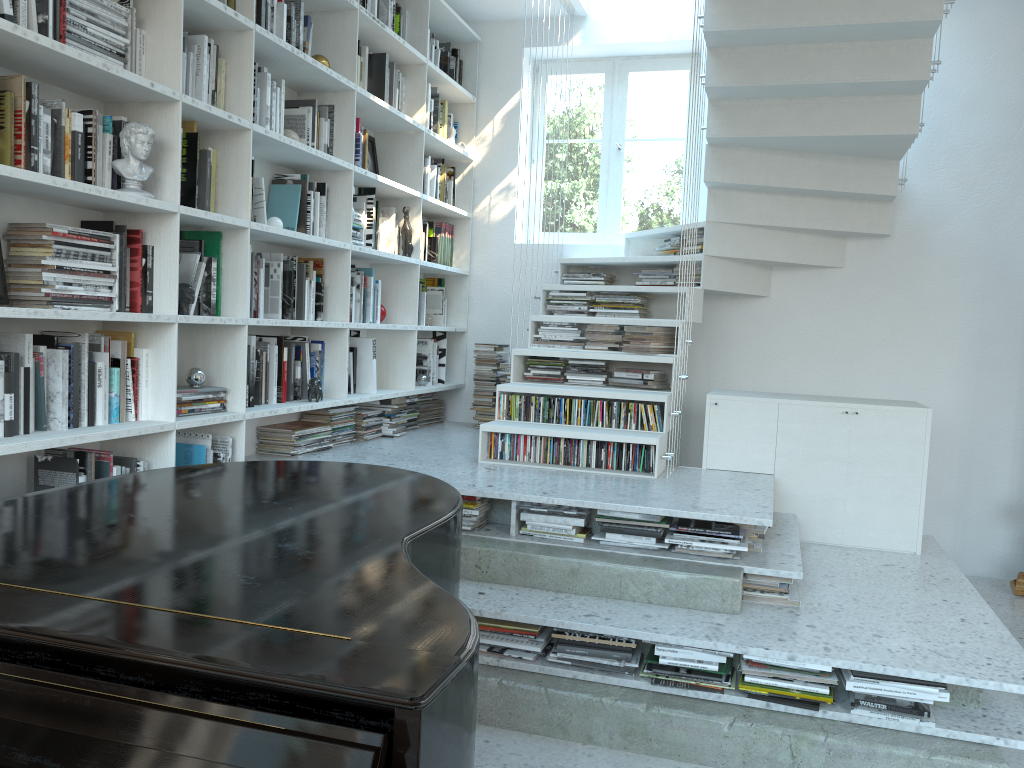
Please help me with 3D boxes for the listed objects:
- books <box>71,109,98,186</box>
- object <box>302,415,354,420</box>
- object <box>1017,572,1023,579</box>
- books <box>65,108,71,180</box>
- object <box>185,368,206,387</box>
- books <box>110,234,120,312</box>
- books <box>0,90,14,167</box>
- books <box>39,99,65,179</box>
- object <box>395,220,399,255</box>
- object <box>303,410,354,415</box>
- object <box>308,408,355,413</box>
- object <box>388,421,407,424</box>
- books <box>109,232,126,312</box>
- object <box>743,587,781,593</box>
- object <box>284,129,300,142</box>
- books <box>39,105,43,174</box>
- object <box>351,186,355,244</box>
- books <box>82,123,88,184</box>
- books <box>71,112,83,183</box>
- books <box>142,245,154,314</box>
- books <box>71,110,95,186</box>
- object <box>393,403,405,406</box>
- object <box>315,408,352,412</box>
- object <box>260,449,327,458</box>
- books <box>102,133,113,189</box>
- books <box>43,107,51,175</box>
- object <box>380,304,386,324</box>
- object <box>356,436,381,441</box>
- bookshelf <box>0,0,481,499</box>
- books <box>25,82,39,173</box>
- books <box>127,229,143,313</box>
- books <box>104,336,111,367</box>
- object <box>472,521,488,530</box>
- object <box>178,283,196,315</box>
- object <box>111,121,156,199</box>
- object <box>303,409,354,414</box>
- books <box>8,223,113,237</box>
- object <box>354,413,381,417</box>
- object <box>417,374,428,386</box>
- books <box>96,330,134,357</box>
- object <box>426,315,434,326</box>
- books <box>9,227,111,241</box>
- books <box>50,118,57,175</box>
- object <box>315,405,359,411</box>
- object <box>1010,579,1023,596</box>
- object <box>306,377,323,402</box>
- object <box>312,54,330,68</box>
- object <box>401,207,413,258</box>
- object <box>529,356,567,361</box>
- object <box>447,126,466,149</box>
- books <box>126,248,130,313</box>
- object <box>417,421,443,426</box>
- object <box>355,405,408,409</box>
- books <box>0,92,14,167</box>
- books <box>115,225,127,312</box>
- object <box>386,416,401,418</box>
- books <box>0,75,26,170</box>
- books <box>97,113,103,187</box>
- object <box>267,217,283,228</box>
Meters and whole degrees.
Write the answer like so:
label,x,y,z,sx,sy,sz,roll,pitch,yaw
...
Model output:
label,x,y,z,sx,sy,sz,roll,pitch,yaw
books,-1.378,-0.731,2.796,0.150,0.259,0.025,4,4,16
object,-0.939,0.167,4.530,0.161,0.006,0.254,4,4,16
object,2.986,1.083,4.787,0.446,0.098,0.116,3,4,12
books,-1.413,-0.714,2.691,0.175,0.234,0.010,4,4,16
object,-1.178,-0.025,3.300,0.071,0.072,0.071,1,4,-25
books,-1.367,-0.368,2.929,0.161,0.254,0.012,4,4,16
books,-1.474,-0.707,2.514,0.137,0.236,0.025,4,4,16
books,-1.419,-0.726,2.680,0.161,0.259,0.014,4,4,16
object,-0.723,-0.813,4.982,0.179,0.212,0.022,4,4,16
object,-0.937,0.140,4.531,0.161,0.006,0.254,4,4,16
object,-0.937,0.129,4.530,0.159,0.005,0.285,4,4,16
object,-0.752,0.208,5.021,0.293,0.007,0.132,4,4,19
books,-1.361,-0.372,2.939,0.184,0.261,0.011,4,4,16
object,0.933,0.739,3.301,0.140,0.004,0.204,4,4,19
object,-1.005,-1.083,3.973,0.111,0.113,0.111,2,4,-6
books,-1.445,-0.700,2.585,0.175,0.216,0.024,4,4,16
object,-0.781,-0.805,4.234,0.087,0.288,0.075,-1,5,-38
books,-1.391,-0.699,2.736,0.178,0.200,0.029,4,4,16
books,-1.397,-0.709,2.706,0.185,0.224,0.029,4,4,16
books,-1.321,-0.360,3.034,0.199,0.229,0.034,4,4,16
books,-1.374,-0.722,2.751,0.186,0.245,0.012,4,4,16
object,-0.749,0.106,5.007,0.259,0.005,0.141,4,4,20
object,-0.934,0.124,4.529,0.161,0.006,0.254,4,4,17
object,-1.029,0.320,4.217,0.193,0.007,0.345,3,4,11
books,-1.365,-0.707,2.872,0.149,0.201,0.035,4,4,16
books,-1.438,-0.701,2.612,0.168,0.215,0.030,4,4,16
object,-0.753,-0.391,4.900,0.115,0.116,0.115,2,4,-6
object,-0.840,0.286,4.898,0.207,0.008,0.327,4,4,16
bookshelf,-1.327,-0.510,2.827,0.330,3.145,6.293,4,4,16
books,-1.441,-0.723,2.544,0.189,0.268,0.027,4,4,16
books,-1.336,-0.385,3.013,0.186,0.280,0.011,4,4,16
books,-1.400,-0.019,2.962,0.132,0.284,0.010,4,4,16
object,-0.243,0.566,3.623,0.266,0.010,0.145,3,4,12
object,-1.149,-0.299,3.124,0.079,0.113,0.054,4,4,15
object,-1.223,-0.720,2.865,0.138,0.244,0.137,1,4,-18
object,-0.937,0.135,4.530,0.161,0.006,0.254,4,4,16
books,-1.407,-0.481,2.771,0.161,0.012,0.254,4,4,20
object,-0.834,0.156,4.887,0.207,0.008,0.327,4,4,16
object,-0.547,-0.024,5.412,0.071,0.072,0.071,1,4,-25
books,-1.365,-0.031,3.045,0.149,0.301,0.011,4,4,16
object,-0.544,-0.412,5.756,0.071,0.072,0.071,1,4,-25
books,-1.410,-0.469,2.773,0.161,0.012,0.254,3,4,13
books,-1.439,-0.695,2.654,0.145,0.199,0.050,4,4,16
object,-0.925,0.119,4.526,0.159,0.005,0.285,4,4,21
object,2.952,1.070,4.652,0.642,0.108,0.134,3,4,5
object,-0.895,0.026,4.025,0.064,0.114,0.160,3,4,4
object,-0.879,-1.444,4.031,0.100,0.102,0.100,2,4,-6
object,-0.589,-0.840,4.939,0.087,0.288,0.075,-1,5,-38
object,0.196,-0.143,4.737,0.174,0.025,0.161,4,4,20
object,-0.370,-1.533,5.568,0.095,0.137,0.203,5,5,32
books,-1.358,-0.354,3.006,0.132,0.217,0.021,4,4,16
object,-0.616,0.242,5.655,0.205,0.007,0.367,4,4,26
object,-0.749,0.122,5.011,0.295,0.004,0.144,4,4,14
books,-1.472,-0.702,2.494,0.169,0.228,0.012,4,4,16
books,-1.360,-0.388,2.974,0.152,0.288,0.011,4,4,16
object,-0.748,0.175,5.025,0.199,0.015,0.133,4,4,16
books,-1.460,-0.731,2.528,0.176,0.284,0.013,4,4,16
books,-1.375,-0.734,2.843,0.126,0.259,0.024,4,4,16
object,-1.026,-0.686,3.833,0.071,0.072,0.071,1,4,-25
